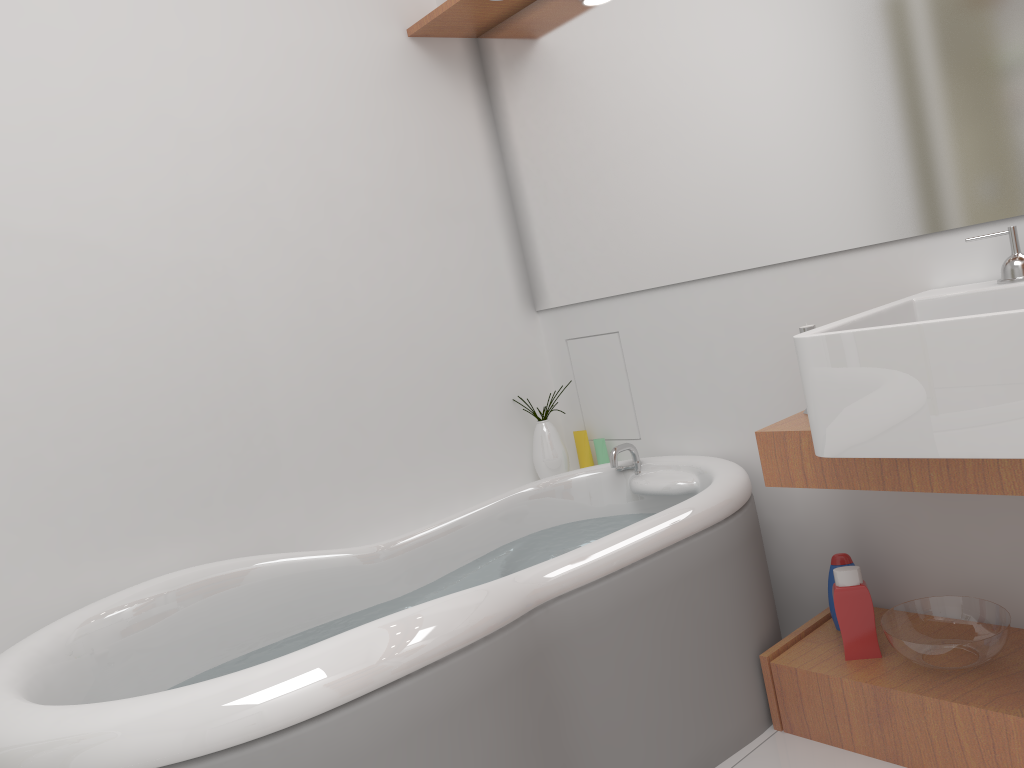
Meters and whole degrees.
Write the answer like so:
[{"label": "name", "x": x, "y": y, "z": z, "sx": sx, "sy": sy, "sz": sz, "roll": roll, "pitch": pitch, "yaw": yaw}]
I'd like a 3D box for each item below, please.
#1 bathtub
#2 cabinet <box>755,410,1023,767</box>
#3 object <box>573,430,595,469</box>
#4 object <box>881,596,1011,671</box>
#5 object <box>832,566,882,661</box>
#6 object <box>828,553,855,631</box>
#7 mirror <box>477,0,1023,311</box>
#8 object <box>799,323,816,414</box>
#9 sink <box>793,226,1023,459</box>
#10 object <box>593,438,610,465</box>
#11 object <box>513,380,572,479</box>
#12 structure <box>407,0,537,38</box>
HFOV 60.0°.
[{"label": "bathtub", "x": -0.142, "y": 0.640, "z": 2.002, "sx": 1.863, "sy": 0.674, "sz": 1.055, "roll": -17, "pitch": 7, "yaw": -38}, {"label": "cabinet", "x": 1.168, "y": 0.369, "z": 1.482, "sx": 0.355, "sy": 0.719, "sz": 1.635, "roll": -17, "pitch": 7, "yaw": -38}, {"label": "object", "x": 0.233, "y": 0.229, "z": 2.838, "sx": 0.047, "sy": 0.162, "sz": 0.047, "roll": -13, "pitch": 5, "yaw": -11}, {"label": "object", "x": 0.906, "y": 0.532, "z": 1.845, "sx": 0.245, "sy": 0.090, "sz": 0.245, "roll": -10, "pitch": 6, "yaw": 24}, {"label": "object", "x": 0.752, "y": 0.503, "z": 1.944, "sx": 0.079, "sy": 0.207, "sz": 0.046, "roll": -11, "pitch": 6, "yaw": 17}, {"label": "object", "x": 0.788, "y": 0.489, "z": 2.084, "sx": 0.092, "sy": 0.190, "sz": 0.044, "roll": -11, "pitch": 6, "yaw": 19}, {"label": "mirror", "x": 0.776, "y": -0.750, "z": 1.859, "sx": 0.022, "sy": 0.887, "sz": 2.600, "roll": -17, "pitch": 7, "yaw": -38}, {"label": "object", "x": 0.671, "y": -0.032, "z": 1.888, "sx": 0.059, "sy": 0.203, "sz": 0.182, "roll": -13, "pitch": 5, "yaw": -7}, {"label": "sink", "x": 0.936, "y": 0.041, "z": 1.503, "sx": 0.552, "sy": 0.673, "sz": 0.657, "roll": -17, "pitch": 7, "yaw": -38}, {"label": "object", "x": 0.285, "y": 0.236, "z": 2.776, "sx": 0.038, "sy": 0.133, "sz": 0.038, "roll": -13, "pitch": 5, "yaw": -4}, {"label": "object", "x": 0.120, "y": 0.171, "z": 2.779, "sx": 0.215, "sy": 0.326, "sz": 0.154, "roll": -13, "pitch": 5, "yaw": -7}, {"label": "structure", "x": 0.555, "y": -1.265, "z": 1.730, "sx": 0.287, "sy": 0.240, "sz": 2.606, "roll": -17, "pitch": 7, "yaw": -38}]
